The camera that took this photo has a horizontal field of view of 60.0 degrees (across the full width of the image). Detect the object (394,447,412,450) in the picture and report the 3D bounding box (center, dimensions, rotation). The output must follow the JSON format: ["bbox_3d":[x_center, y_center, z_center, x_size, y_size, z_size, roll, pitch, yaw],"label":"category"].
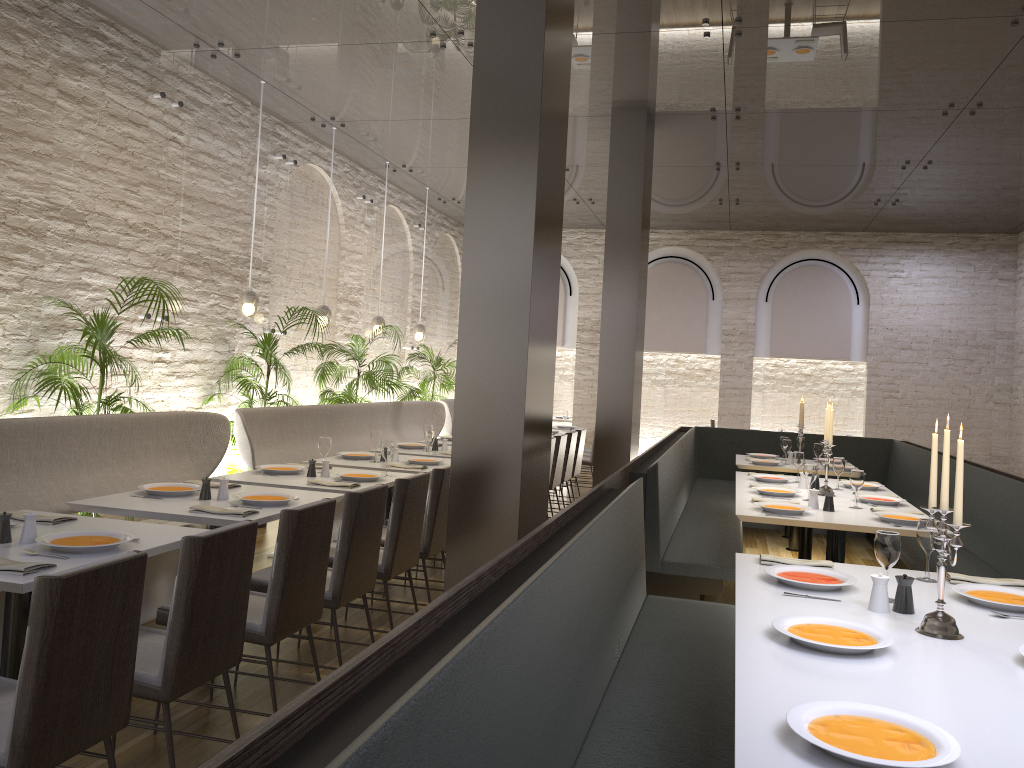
[{"bbox_3d":[-0.940,0.561,7.686,0.185,0.010,0.017,3,0,14],"label":"object"}]

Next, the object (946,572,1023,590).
[{"bbox_3d":[1.799,0.746,3.366,0.273,0.033,0.142,3,1,14],"label":"object"}]

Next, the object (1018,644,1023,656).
[{"bbox_3d":[1.504,0.740,2.313,0.321,0.036,0.321,3,1,-10],"label":"object"}]

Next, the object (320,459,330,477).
[{"bbox_3d":[-1.159,0.523,5.513,0.059,0.109,0.059,3,-1,23],"label":"object"}]

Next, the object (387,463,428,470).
[{"bbox_3d":[-0.745,0.584,6.255,0.273,0.033,0.142,3,1,14],"label":"object"}]

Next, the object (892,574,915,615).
[{"bbox_3d":[1.270,0.679,2.869,0.069,0.127,0.068,3,-1,8],"label":"object"}]

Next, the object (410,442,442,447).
[{"bbox_3d":[-0.790,0.560,8.190,0.273,0.033,0.142,3,1,14],"label":"object"}]

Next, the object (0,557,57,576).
[{"bbox_3d":[-1.614,0.574,2.819,0.273,0.033,0.142,3,1,14],"label":"object"}]

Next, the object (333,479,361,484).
[{"bbox_3d":[-0.991,0.581,5.300,0.181,0.015,0.038,3,0,16],"label":"object"}]

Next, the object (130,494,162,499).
[{"bbox_3d":[-1.788,0.551,4.337,0.185,0.010,0.017,3,0,14],"label":"object"}]

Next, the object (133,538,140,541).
[{"bbox_3d":[-1.486,0.578,3.340,0.185,0.010,0.017,3,0,14],"label":"object"}]

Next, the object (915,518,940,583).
[{"bbox_3d":[1.588,0.634,3.382,0.086,0.231,0.086,2,-2,26],"label":"object"}]

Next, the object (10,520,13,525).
[{"bbox_3d":[-2.044,0.538,3.302,0.321,0.036,0.321,3,1,-8],"label":"object"}]

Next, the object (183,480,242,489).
[{"bbox_3d":[-1.637,0.551,4.840,0.273,0.033,0.142,3,1,14],"label":"object"}]

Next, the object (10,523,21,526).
[{"bbox_3d":[-2.005,0.546,3.474,0.181,0.015,0.038,3,0,16],"label":"object"}]

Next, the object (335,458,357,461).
[{"bbox_3d":[-1.225,0.558,6.561,0.185,0.010,0.017,3,0,14],"label":"object"}]

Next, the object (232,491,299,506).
[{"bbox_3d":[-1.218,0.571,4.379,0.321,0.036,0.321,3,1,-8],"label":"object"}]

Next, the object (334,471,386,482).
[{"bbox_3d":[-0.940,0.574,5.477,0.321,0.036,0.322,3,1,-41],"label":"object"}]

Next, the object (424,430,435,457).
[{"bbox_3d":[-0.647,0.476,6.902,0.086,0.231,0.086,3,-2,20],"label":"object"}]

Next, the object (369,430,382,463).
[{"bbox_3d":[-1.005,0.460,6.526,0.086,0.231,0.086,4,-2,-28],"label":"object"}]

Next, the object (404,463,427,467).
[{"bbox_3d":[-0.705,0.585,6.427,0.181,0.015,0.038,3,0,16],"label":"object"}]

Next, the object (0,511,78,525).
[{"bbox_3d":[-1.944,0.547,3.628,0.273,0.033,0.142,3,1,14],"label":"object"}]

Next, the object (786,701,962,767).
[{"bbox_3d":[0.709,0.703,1.752,0.321,0.036,0.321,3,1,-10],"label":"object"}]

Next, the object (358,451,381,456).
[{"bbox_3d":[-1.074,0.557,7.065,0.273,0.033,0.142,3,1,14],"label":"object"}]

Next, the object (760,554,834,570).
[{"bbox_3d":[1.132,0.708,3.536,0.273,0.033,0.142,3,1,14],"label":"object"}]

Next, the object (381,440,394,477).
[{"bbox_3d":[-0.809,0.480,5.718,0.086,0.231,0.086,4,-2,-34],"label":"object"}]

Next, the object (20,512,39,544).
[{"bbox_3d":[-1.743,0.516,3.204,0.059,0.109,0.059,3,-1,6],"label":"object"}]

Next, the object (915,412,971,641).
[{"bbox_3d":[1.283,0.411,2.633,0.131,0.657,0.389,2,-1,25],"label":"object"}]

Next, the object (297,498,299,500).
[{"bbox_3d":[-1.179,0.582,4.552,0.185,0.010,0.017,3,0,14],"label":"object"}]

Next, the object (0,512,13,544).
[{"bbox_3d":[-1.823,0.512,3.177,0.059,0.109,0.059,3,-1,6],"label":"object"}]

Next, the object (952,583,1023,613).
[{"bbox_3d":[1.691,0.743,3.049,0.322,0.036,0.321,3,1,34],"label":"object"}]

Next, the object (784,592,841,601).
[{"bbox_3d":[1.012,0.717,2.987,0.185,0.010,0.017,3,0,14],"label":"object"}]

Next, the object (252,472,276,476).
[{"bbox_3d":[-1.510,0.554,5.434,0.185,0.010,0.017,3,0,14],"label":"object"}]

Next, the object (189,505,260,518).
[{"bbox_3d":[-1.308,0.577,4.031,0.273,0.033,0.142,3,1,14],"label":"object"}]

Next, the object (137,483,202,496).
[{"bbox_3d":[-1.738,0.542,4.514,0.321,0.036,0.321,3,1,-8],"label":"object"}]

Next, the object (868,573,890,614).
[{"bbox_3d":[1.189,0.675,2.865,0.069,0.127,0.068,3,-1,8],"label":"object"}]

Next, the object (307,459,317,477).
[{"bbox_3d":[-1.238,0.519,5.486,0.059,0.109,0.059,3,-1,23],"label":"object"}]

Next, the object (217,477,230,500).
[{"bbox_3d":[-1.437,0.520,4.416,0.059,0.109,0.059,3,-1,6],"label":"object"}]

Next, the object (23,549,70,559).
[{"bbox_3d":[-1.575,0.575,2.991,0.181,0.015,0.038,3,0,16],"label":"object"}]

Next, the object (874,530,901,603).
[{"bbox_3d":[1.278,0.621,3.021,0.086,0.231,0.086,2,-2,26],"label":"object"}]

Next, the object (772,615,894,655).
[{"bbox_3d":[0.891,0.706,2.471,0.321,0.036,0.321,3,1,-10],"label":"object"}]

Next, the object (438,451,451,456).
[{"bbox_3d":[-0.461,0.587,7.380,0.273,0.033,0.142,3,1,14],"label":"object"}]

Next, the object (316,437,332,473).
[{"bbox_3d":[-1.210,0.458,5.713,0.086,0.231,0.086,4,-2,-34],"label":"object"}]

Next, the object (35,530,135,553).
[{"bbox_3d":[-1.525,0.568,3.167,0.321,0.036,0.321,3,1,-8],"label":"object"}]

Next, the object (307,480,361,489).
[{"bbox_3d":[-1.030,0.580,5.128,0.273,0.033,0.142,3,1,14],"label":"object"}]

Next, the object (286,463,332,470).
[{"bbox_3d":[-1.360,0.554,5.937,0.273,0.033,0.142,3,1,14],"label":"object"}]

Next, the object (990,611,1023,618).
[{"bbox_3d":[1.637,0.749,2.851,0.181,0.015,0.038,3,0,16],"label":"object"}]

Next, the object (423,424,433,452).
[{"bbox_3d":[-0.726,0.464,7.626,0.086,0.231,0.086,4,-2,-34],"label":"object"}]

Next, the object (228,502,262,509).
[{"bbox_3d":[-1.268,0.578,4.203,0.181,0.015,0.038,3,0,16],"label":"object"}]

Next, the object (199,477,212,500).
[{"bbox_3d":[-1.516,0.516,4.389,0.059,0.109,0.059,3,-1,6],"label":"object"}]

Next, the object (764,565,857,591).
[{"bbox_3d":[1.077,0.708,3.208,0.322,0.036,0.321,3,1,34],"label":"object"}]

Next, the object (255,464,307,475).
[{"bbox_3d":[-1.460,0.545,5.611,0.321,0.036,0.322,3,1,-41],"label":"object"}]
